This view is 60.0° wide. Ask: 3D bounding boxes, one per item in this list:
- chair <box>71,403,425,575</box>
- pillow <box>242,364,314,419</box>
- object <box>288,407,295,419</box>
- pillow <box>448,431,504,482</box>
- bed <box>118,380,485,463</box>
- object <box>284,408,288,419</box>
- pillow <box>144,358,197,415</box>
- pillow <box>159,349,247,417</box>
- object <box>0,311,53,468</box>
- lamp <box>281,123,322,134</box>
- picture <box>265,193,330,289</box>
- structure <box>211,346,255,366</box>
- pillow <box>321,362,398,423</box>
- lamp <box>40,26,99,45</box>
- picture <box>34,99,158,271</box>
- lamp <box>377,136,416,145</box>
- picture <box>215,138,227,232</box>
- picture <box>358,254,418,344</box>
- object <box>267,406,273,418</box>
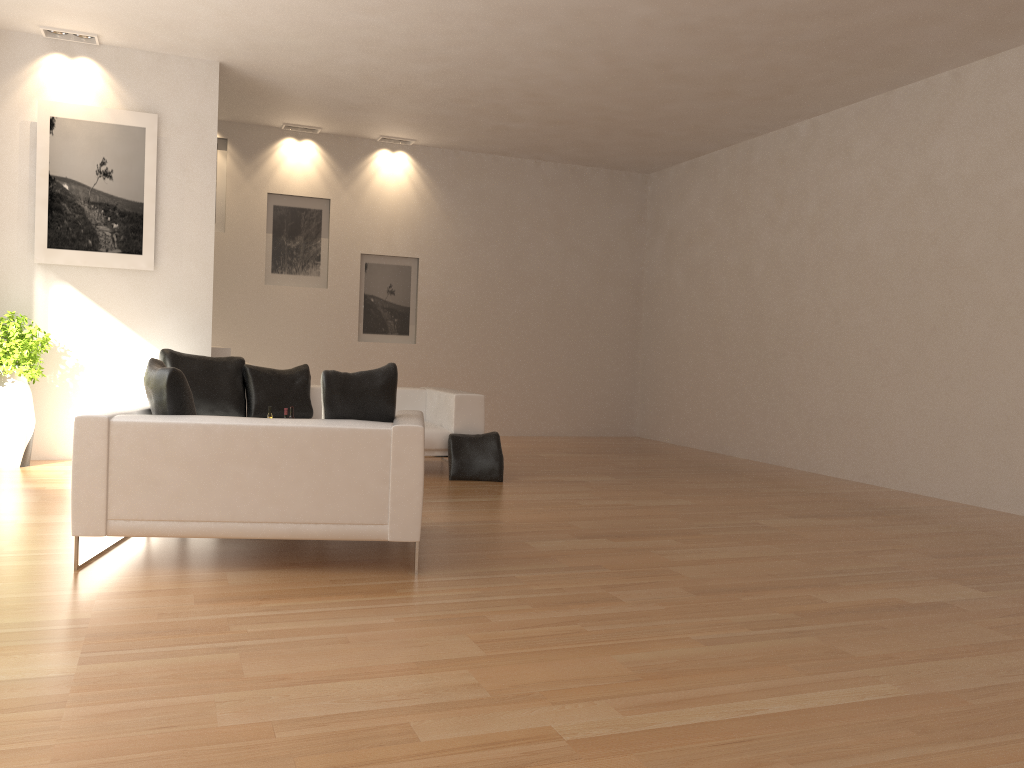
[{"bbox_3d":[-1.333,0.524,4.924,1.671,0.761,1.262,2,2,-6],"label":"chair"},{"bbox_3d":[-2.132,0.071,8.111,0.628,0.524,0.270,1,2,-38],"label":"pillow"},{"bbox_3d":[-1.614,0.291,6.489,0.057,0.248,0.057,2,2,-3],"label":"object"},{"bbox_3d":[-0.323,0.651,7.861,0.503,0.457,0.340,2,2,-3],"label":"pillow"},{"bbox_3d":[-1.883,0.397,8.045,3.075,0.761,1.262,2,2,-21],"label":"bed"},{"bbox_3d":[-1.630,0.295,6.384,0.059,0.244,0.059,2,2,-21],"label":"object"},{"bbox_3d":[-1.850,0.163,4.799,0.291,0.598,0.660,1,2,-32],"label":"pillow"},{"bbox_3d":[-2.728,0.031,7.855,0.755,0.666,0.346,1,2,-35],"label":"pillow"},{"bbox_3d":[-4.239,0.041,7.525,0.570,1.324,0.631,2,2,-7],"label":"object"},{"bbox_3d":[-2.552,-3.173,10.758,0.446,0.166,0.243,2,2,-21],"label":"lamp"},{"bbox_3d":[-2.662,-1.765,10.995,0.802,1.155,0.005,2,2,-21],"label":"picture"},{"bbox_3d":[-4.110,-0.067,9.463,4.625,1.403,1.839,2,2,-21],"label":"structure"},{"bbox_3d":[-0.832,0.209,4.823,0.506,0.666,0.324,1,2,-31],"label":"pillow"},{"bbox_3d":[-3.868,-3.125,7.768,0.446,0.166,0.243,2,2,-21],"label":"lamp"},{"bbox_3d":[-3.739,-1.774,7.992,0.979,1.431,0.004,2,2,-21],"label":"picture"},{"bbox_3d":[-1.458,-3.144,11.182,0.446,0.166,0.243,2,2,-21],"label":"lamp"},{"bbox_3d":[-3.800,-2.392,10.524,0.802,1.155,0.005,2,2,-21],"label":"picture"},{"bbox_3d":[-1.602,-1.086,11.439,0.802,1.155,0.005,2,2,-21],"label":"picture"},{"bbox_3d":[-1.732,0.286,6.337,0.068,0.257,0.067,2,2,-3],"label":"object"}]
